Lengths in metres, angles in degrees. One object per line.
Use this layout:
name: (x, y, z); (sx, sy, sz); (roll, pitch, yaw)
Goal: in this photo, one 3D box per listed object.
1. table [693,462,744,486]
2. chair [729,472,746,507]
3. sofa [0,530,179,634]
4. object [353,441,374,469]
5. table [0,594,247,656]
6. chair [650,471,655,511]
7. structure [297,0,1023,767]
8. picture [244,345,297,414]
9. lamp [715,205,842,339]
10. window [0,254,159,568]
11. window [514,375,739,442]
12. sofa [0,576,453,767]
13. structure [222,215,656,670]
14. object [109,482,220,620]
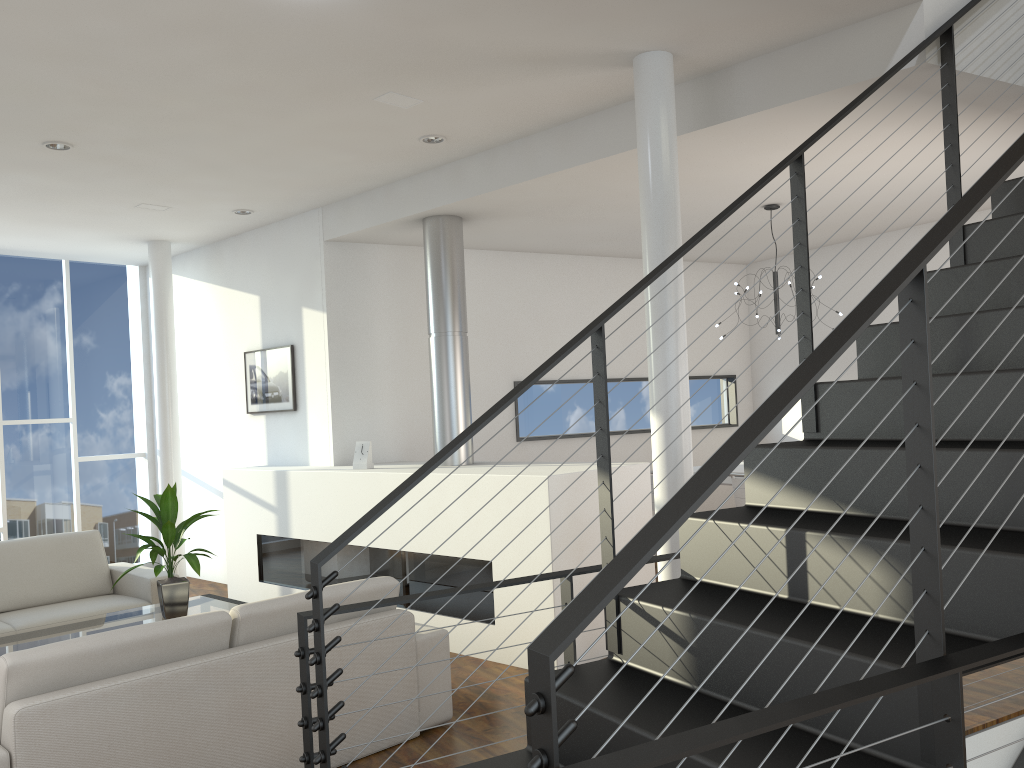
table: (1.542, 0.829, 4.866); (0.700, 0.720, 1.401); (-2, -2, -30)
chair: (1.413, 0.810, 4.474); (0.555, 0.764, 0.428); (-2, -1, -34)
sofa: (-2.591, 1.098, 4.413); (1.610, 0.565, 0.803); (-1, -2, -45)
object: (-0.827, 0.394, 4.913); (0.100, 0.151, 0.061); (-3, -1, 30)
table: (-1.838, 1.182, 3.630); (0.662, 0.284, 1.607); (-4, -2, 45)
chair: (0.971, 0.847, 5.009); (0.555, 0.765, 0.428); (-2, -1, -25)
structure: (1.495, 0.654, 2.433); (4.359, 6.296, 1.095); (-2, 0, -30)
picture: (-1.579, -0.023, 5.767); (0.575, 0.415, 0.020); (-4, -1, 44)
lamp: (1.470, -0.629, 4.940); (0.618, 0.726, 0.590); (-3, -1, -9)
window: (-4.113, -1.289, 5.791); (0.090, 5.634, 3.413); (-3, -1, 44)
window: (0.858, 0.163, 6.539); (2.023, 0.408, 0.165); (-2, -1, -30)
sofa: (-1.061, 0.978, 2.922); (0.803, 0.565, 1.610); (-4, -2, 45)
structure: (-0.600, 0.207, 4.954); (2.752, 2.205, 0.750); (-4, -1, 43)
object: (-1.501, 0.732, 3.941); (0.458, 0.601, 0.432); (-3, -1, 29)
